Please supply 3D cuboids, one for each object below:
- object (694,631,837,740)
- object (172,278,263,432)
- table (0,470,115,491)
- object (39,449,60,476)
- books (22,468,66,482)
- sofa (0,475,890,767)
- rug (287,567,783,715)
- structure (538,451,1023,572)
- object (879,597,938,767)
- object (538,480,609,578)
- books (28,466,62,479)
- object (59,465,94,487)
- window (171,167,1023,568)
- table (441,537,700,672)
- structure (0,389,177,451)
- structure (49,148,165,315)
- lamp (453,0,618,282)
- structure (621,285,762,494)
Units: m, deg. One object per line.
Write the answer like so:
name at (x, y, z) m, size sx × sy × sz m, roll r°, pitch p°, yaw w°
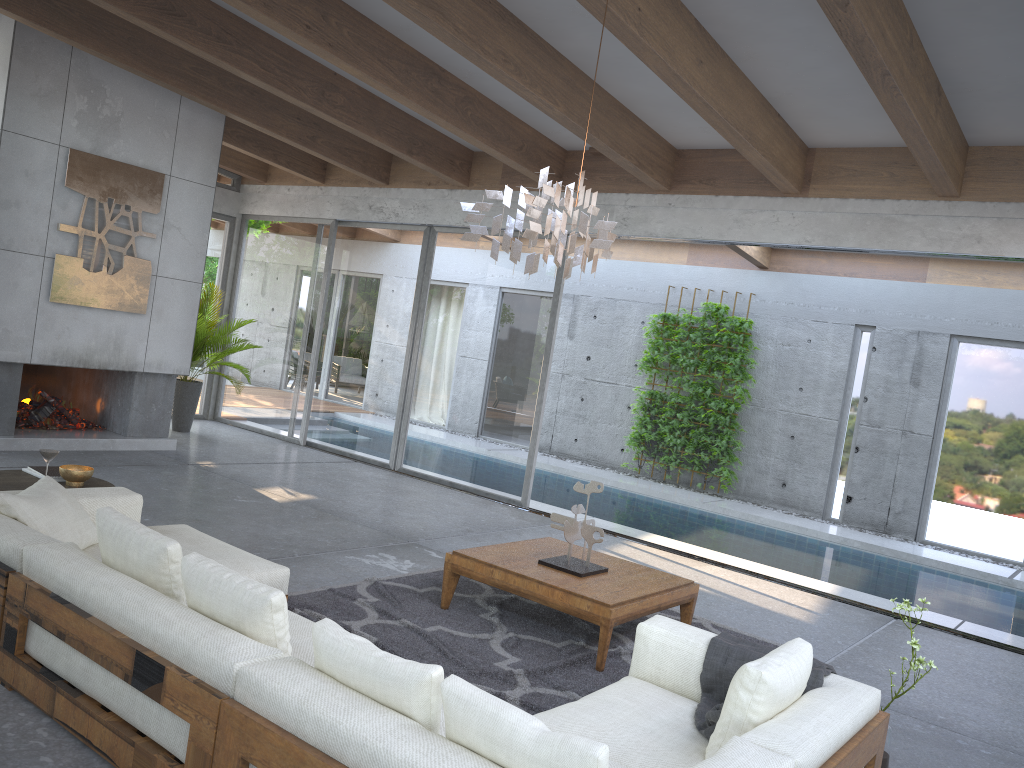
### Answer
object at (0.913, 1.379, 3.390) m, size 0.472 × 0.704 × 0.857 m, roll 10°, pitch 3°, yaw 33°
object at (-3.731, -0.352, 10.342) m, size 1.798 × 1.819 × 1.484 m, roll 11°, pitch 3°, yaw 43°
table at (-2.572, 0.755, 4.815) m, size 0.725 × 0.441 × 0.725 m, roll 9°, pitch 2°, yaw -2°
object at (-2.430, 0.454, 4.630) m, size 0.099 × 0.212 × 0.099 m, roll 8°, pitch 3°, yaw -23°
books at (-2.591, 0.513, 5.024) m, size 0.303 × 0.015 × 0.220 m, roll 11°, pitch 3°, yaw 36°
sofa at (-0.657, 1.014, 3.645) m, size 3.733 × 0.777 × 1.965 m, roll 11°, pitch 3°, yaw 36°
rug at (-0.055, 1.340, 4.778) m, size 2.187 × 0.056 × 3.186 m, roll 11°, pitch 3°, yaw 37°
structure at (2.943, 1.545, 11.789) m, size 13.673 × 0.068 × 0.477 m, roll 11°, pitch 3°, yaw 36°
object at (1.537, 1.210, 3.519) m, size 0.171 × 0.750 × 0.238 m, roll 7°, pitch 3°, yaw -32°
object at (0.377, 0.804, 5.166) m, size 0.379 × 0.518 × 0.346 m, roll 11°, pitch 3°, yaw 36°
books at (-2.583, 0.500, 5.028) m, size 0.290 × 0.012 × 0.205 m, roll 11°, pitch 3°, yaw 42°
object at (-2.398, 0.508, 4.874) m, size 0.173 × 0.097 × 0.173 m, roll 9°, pitch 2°, yaw 16°
window at (0.770, -0.398, 4.870) m, size 23.280 × 3.764 × 14.294 m, roll 11°, pitch 3°, yaw 36°
table at (0.344, 1.238, 5.191) m, size 1.112 × 0.352 × 1.048 m, roll 11°, pitch 3°, yaw 36°
structure at (-4.835, 0.168, 8.836) m, size 2.203 × 0.595 × 2.012 m, roll 11°, pitch 3°, yaw 36°
structure at (-3.683, -1.359, 8.101) m, size 0.041 × 1.351 × 0.919 m, roll 11°, pitch 3°, yaw 36°
lamp at (0.217, -1.198, 4.248) m, size 0.862 × 1.400 × 0.636 m, roll 9°, pitch 2°, yaw -7°
structure at (4.204, 0.471, 8.119) m, size 2.739 × 2.687 × 10.282 m, roll 7°, pitch 3°, yaw -36°
